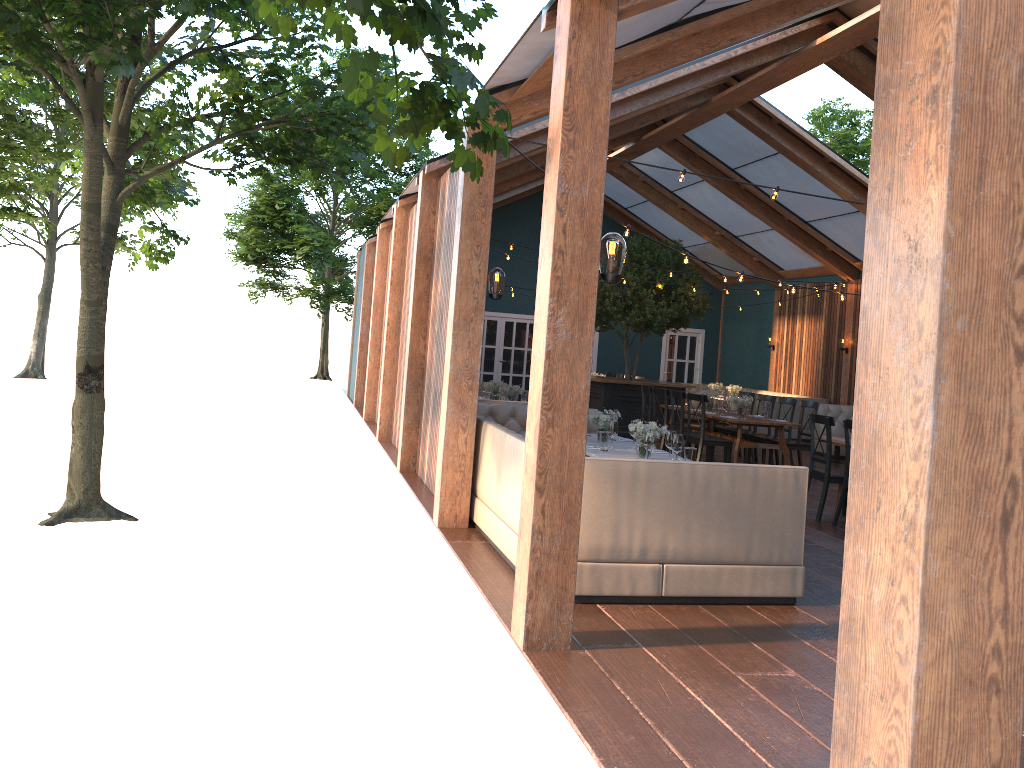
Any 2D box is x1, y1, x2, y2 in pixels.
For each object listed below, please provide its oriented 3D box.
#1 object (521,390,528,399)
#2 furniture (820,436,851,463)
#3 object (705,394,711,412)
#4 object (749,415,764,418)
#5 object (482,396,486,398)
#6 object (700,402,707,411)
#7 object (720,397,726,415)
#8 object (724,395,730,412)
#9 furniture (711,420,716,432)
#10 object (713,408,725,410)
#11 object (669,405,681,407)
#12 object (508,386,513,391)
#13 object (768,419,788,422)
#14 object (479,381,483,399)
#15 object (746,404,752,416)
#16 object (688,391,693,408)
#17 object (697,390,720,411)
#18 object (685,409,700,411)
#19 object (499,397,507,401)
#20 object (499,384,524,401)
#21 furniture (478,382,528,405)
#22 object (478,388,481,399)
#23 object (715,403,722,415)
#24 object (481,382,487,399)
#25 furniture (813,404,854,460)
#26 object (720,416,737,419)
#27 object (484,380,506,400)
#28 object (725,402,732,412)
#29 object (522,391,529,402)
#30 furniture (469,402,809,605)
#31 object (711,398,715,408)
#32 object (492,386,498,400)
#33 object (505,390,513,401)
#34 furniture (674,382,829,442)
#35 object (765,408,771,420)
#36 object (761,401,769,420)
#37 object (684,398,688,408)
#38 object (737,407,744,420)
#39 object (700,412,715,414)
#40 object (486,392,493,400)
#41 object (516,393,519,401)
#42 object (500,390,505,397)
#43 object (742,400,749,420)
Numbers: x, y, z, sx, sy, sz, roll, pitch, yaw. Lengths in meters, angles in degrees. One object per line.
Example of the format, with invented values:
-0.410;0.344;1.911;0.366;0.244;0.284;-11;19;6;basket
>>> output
0.157;0.202;11.177;0.092;0.245;0.092;4;-1;34;object
5.363;1.099;13.151;0.312;0.399;2.332;4;2;-14;furniture
2.802;0.274;12.687;0.092;0.245;0.092;5;-1;-16;object
3.393;0.447;12.335;0.255;0.019;0.158;4;3;-13;object
-0.387;0.196;12.882;0.157;0.019;0.255;4;3;-13;object
2.721;0.315;12.588;0.092;0.158;0.092;4;0;-7;object
2.904;0.304;12.195;0.092;0.245;0.092;4;-1;-11;object
3.130;0.289;12.916;0.092;0.245;0.092;5;-1;-16;object
3.947;0.722;19.057;0.312;0.399;2.332;4;2;-14;furniture
3.128;0.377;13.422;0.255;0.019;0.158;4;3;-13;object
2.483;0.333;13.330;0.255;0.019;0.158;4;3;-13;object
-0.024;0.155;11.907;0.092;0.245;0.092;4;-1;34;object
3.529;0.484;11.764;0.255;0.019;0.158;4;3;-13;object
-0.440;0.086;12.719;0.092;0.245;0.092;4;-1;34;object
3.329;0.365;12.490;0.092;0.158;0.091;4;0;43;object
2.672;0.237;13.266;0.092;0.245;0.092;4;-1;34;object
2.907;0.230;13.088;0.335;0.310;0.329;4;1;-18;object
2.642;0.372;12.747;0.255;0.019;0.158;4;3;-13;object
-0.116;0.238;10.867;0.091;0.158;0.092;4;0;-27;object
-0.008;0.147;11.385;0.336;0.310;0.329;4;1;3;object
-0.523;0.490;11.743;1.707;0.859;4.164;4;2;-14;furniture
-0.482;0.141;12.400;0.091;0.158;0.092;4;0;-27;object
2.818;0.346;12.077;0.092;0.158;0.091;4;0;13;object
-0.398;0.100;12.479;0.092;0.245;0.092;4;-1;34;object
6.458;0.939;13.412;1.707;0.859;4.164;4;2;-14;furniture
2.884;0.439;11.680;0.255;0.019;0.158;4;3;-13;object
-0.233;0.088;12.318;0.336;0.310;0.329;4;1;-1;object
3.179;0.327;13.004;0.092;0.158;0.091;4;0;13;object
0.162;0.213;10.941;0.092;0.245;0.092;4;-1;34;object
0.535;0.772;7.335;1.707;0.859;4.164;4;2;-14;furniture
3.069;0.296;13.582;0.092;0.158;0.091;4;0;13;object
-0.229;0.147;11.743;0.092;0.245;0.092;4;-1;34;object
-0.041;0.196;10.970;0.092;0.245;0.092;4;-1;-11;object
5.049;0.563;19.286;1.707;0.859;4.164;4;2;-14;furniture
3.443;0.400;11.922;0.092;0.158;0.091;4;0;23;object
3.386;0.356;11.846;0.092;0.245;0.092;4;-1;12;object
2.582;0.278;13.161;0.092;0.158;0.092;4;0;3;object
2.967;0.383;11.512;0.092;0.158;0.091;4;0;23;object
2.750;0.403;12.247;0.255;0.019;0.158;4;3;-13;object
-0.306;0.188;11.647;0.091;0.158;0.092;4;0;-27;object
0.048;0.199;11.996;0.091;0.158;0.092;4;0;-27;object
-0.128;0.150;12.771;0.091;0.158;0.092;4;0;-27;object
3.066;0.342;11.626;0.092;0.245;0.092;4;-1;-11;object
